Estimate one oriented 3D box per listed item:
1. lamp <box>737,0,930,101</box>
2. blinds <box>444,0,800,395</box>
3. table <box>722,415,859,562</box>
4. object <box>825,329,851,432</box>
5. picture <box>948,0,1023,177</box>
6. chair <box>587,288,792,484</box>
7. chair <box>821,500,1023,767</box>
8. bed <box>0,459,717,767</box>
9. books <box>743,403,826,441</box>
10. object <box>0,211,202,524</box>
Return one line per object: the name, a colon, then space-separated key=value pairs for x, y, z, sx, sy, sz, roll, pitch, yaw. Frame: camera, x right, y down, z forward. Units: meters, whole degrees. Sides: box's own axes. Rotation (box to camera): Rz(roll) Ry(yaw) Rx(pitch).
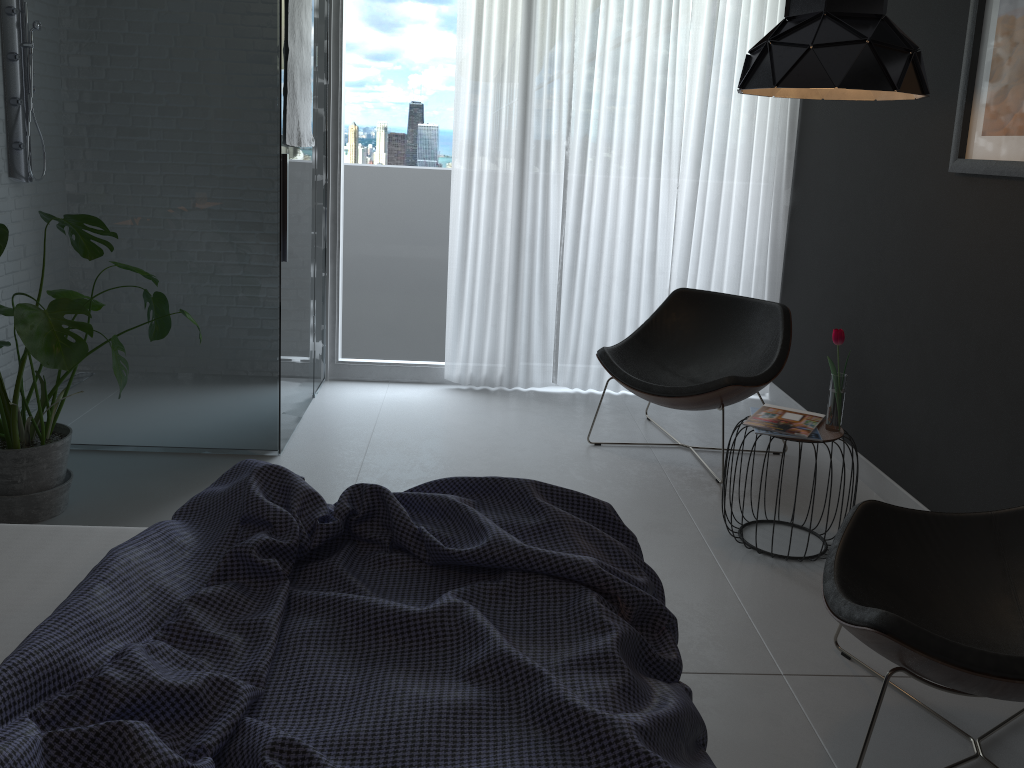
lamp: x=1.060 y=-1.383 z=2.810 sx=0.584 sy=0.889 sz=0.617 roll=6 pitch=13 yaw=14
blinds: x=0.608 y=-1.263 z=4.719 sx=1.852 sy=2.655 sz=0.139 roll=2 pitch=11 yaw=-3
table: x=0.985 y=0.354 z=3.147 sx=0.451 sy=0.428 sz=0.458 roll=-3 pitch=15 yaw=-25
object: x=1.115 y=-0.011 z=3.036 sx=0.066 sy=0.350 sz=0.077 roll=9 pitch=12 yaw=28
picture: x=1.642 y=-0.846 z=2.158 sx=0.041 sy=0.710 sz=1.986 roll=2 pitch=15 yaw=-3
chair: x=0.840 y=-0.040 z=4.075 sx=0.797 sy=0.680 sz=0.821 roll=14 pitch=17 yaw=38
chair: x=1.140 y=0.541 z=2.028 sx=0.816 sy=0.680 sz=0.802 roll=7 pitch=14 yaw=17
bed: x=-0.920 y=-0.039 z=1.262 sx=2.607 sy=2.010 sz=2.605 roll=2 pitch=14 yaw=-3
books: x=-2.628 y=0.568 z=1.557 sx=8.248 sy=0.366 sz=0.412 roll=-4 pitch=15 yaw=-24
object: x=-1.610 y=-0.070 z=3.079 sx=0.853 sy=1.032 sz=1.005 roll=6 pitch=13 yaw=15
